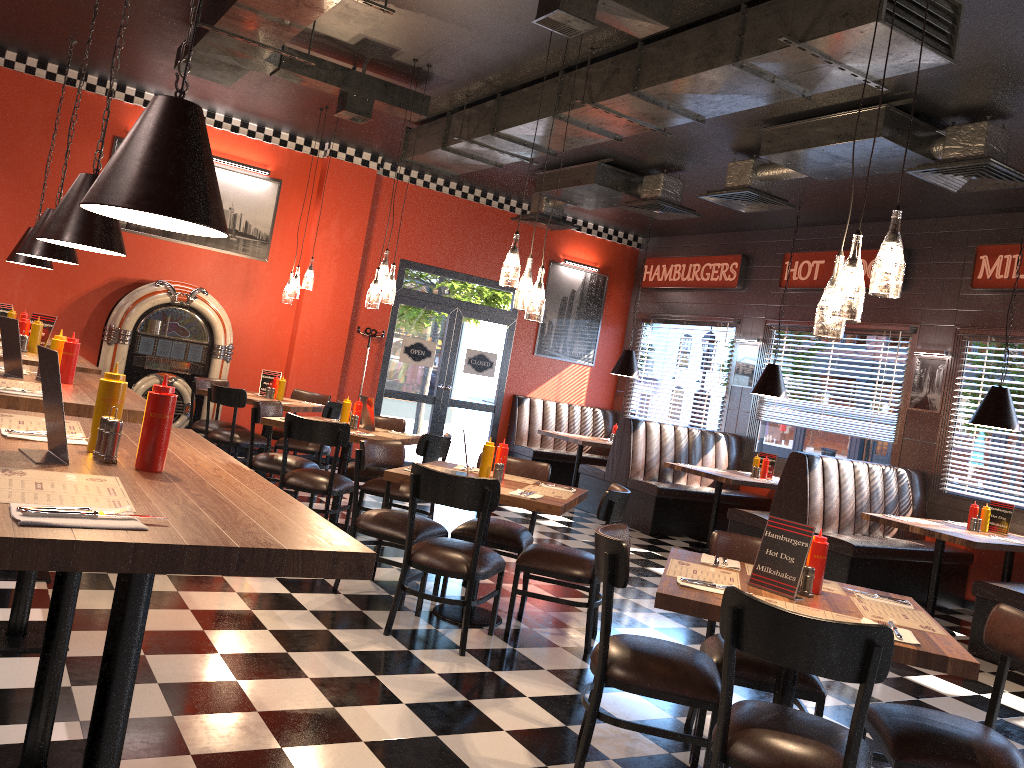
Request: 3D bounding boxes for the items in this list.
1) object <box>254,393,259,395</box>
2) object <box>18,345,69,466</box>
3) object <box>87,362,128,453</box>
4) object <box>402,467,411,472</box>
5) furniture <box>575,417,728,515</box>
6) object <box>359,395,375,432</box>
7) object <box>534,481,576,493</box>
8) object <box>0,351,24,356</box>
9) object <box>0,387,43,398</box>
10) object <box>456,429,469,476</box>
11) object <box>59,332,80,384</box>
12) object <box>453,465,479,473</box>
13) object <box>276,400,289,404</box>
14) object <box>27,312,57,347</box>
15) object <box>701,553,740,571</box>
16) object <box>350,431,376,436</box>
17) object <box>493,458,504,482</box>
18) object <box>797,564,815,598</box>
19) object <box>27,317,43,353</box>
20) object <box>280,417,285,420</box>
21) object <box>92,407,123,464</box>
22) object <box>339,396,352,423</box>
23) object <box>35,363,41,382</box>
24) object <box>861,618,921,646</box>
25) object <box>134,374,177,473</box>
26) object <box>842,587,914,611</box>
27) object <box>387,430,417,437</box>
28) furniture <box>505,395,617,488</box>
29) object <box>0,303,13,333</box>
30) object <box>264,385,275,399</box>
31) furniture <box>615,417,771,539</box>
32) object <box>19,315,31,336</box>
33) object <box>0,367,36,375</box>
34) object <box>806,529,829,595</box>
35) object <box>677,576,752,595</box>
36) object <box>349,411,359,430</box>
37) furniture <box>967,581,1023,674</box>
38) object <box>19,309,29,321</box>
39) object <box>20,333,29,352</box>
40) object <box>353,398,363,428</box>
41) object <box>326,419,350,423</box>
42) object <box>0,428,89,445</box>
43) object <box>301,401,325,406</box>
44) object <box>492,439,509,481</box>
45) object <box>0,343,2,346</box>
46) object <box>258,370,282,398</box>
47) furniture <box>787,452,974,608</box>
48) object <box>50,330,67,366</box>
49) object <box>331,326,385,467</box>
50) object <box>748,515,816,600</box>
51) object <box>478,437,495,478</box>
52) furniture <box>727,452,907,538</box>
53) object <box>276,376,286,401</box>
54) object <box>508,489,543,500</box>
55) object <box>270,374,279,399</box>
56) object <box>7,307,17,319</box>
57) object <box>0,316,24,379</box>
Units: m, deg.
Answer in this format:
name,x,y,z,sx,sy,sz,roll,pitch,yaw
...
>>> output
name,x,y,z,sx,sy,sz,roll,pitch,yaw
object,-2.482,0.103,8.879,0.157,0.019,0.254,10,0,7
object,-1.085,0.046,2.093,0.072,0.257,0.189,11,-2,-40
object,-1.045,0.061,2.297,0.068,0.238,0.067,8,-2,33
object,-0.460,0.482,4.838,0.255,0.019,0.157,10,0,15
furniture,1.694,1.013,10.496,1.703,1.156,0.708,10,-1,-31
object,-1.129,0.228,6.933,0.072,0.257,0.189,11,-2,-42
object,0.247,0.600,5.191,0.255,0.019,0.157,10,0,13
object,-2.966,-0.179,5.168,0.254,0.019,0.158,9,1,-35
object,-1.844,0.028,3.347,0.254,0.019,0.158,9,1,-35
object,-0.265,0.391,5.087,0.072,0.257,0.188,10,-1,-2
object,-2.023,-0.120,4.050,0.068,0.238,0.068,10,-2,-11
object,-0.266,0.510,5.360,0.157,0.019,0.254,10,0,6
object,-2.149,0.165,8.176,0.158,0.019,0.254,10,0,17
object,-3.172,-0.342,5.929,0.188,0.257,0.072,9,-2,10
object,0.841,0.715,3.568,0.158,0.019,0.254,10,0,14
object,-1.094,0.360,6.475,0.158,0.019,0.254,10,0,15
object,-0.075,0.487,5.014,0.047,0.136,0.093,9,-1,18
object,1.054,0.695,3.213,0.046,0.136,0.094,11,-2,-42
object,-3.130,-0.324,5.824,0.067,0.238,0.068,11,-3,-42
object,-1.596,0.273,6.639,0.255,0.019,0.157,10,0,7
object,-0.996,0.123,2.193,0.046,0.136,0.094,11,-2,-41
object,-1.288,0.212,6.864,0.067,0.238,0.068,11,-2,-26
object,-2.098,-0.080,3.978,0.046,0.136,0.094,11,-2,-42
object,1.205,0.783,2.829,0.158,0.019,0.254,10,0,16
object,-0.866,0.093,2.166,0.068,0.238,0.067,8,-2,33
object,1.389,0.810,3.370,0.255,0.019,0.157,10,0,17
object,-0.892,0.390,7.049,0.255,0.019,0.157,10,0,16
furniture,0.822,0.852,11.932,1.703,1.156,0.708,10,-1,-31
object,-4.433,-0.573,7.724,0.072,0.257,0.187,9,-1,18
object,-2.321,0.074,8.518,0.093,0.136,0.047,10,-2,-31
furniture,2.060,1.080,9.894,1.703,1.156,0.708,10,-1,-31
object,-3.221,-0.340,5.840,0.067,0.238,0.068,11,-2,-37
object,-2.365,-0.068,4.160,0.254,0.019,0.158,9,1,-35
object,1.129,0.654,3.284,0.068,0.238,0.067,9,-2,11
object,0.694,0.694,3.043,0.255,0.019,0.157,10,0,8
object,-1.213,0.278,6.810,0.046,0.136,0.094,11,-2,-42
furniture,4.170,1.470,6.420,1.703,1.156,0.708,10,-1,-31
object,-4.261,-0.533,7.721,0.067,0.238,0.068,11,-2,-38
object,-3.170,-0.277,5.734,0.094,0.136,0.046,9,-2,23
object,-1.208,0.225,6.911,0.067,0.238,0.068,11,-2,-26
object,-1.422,0.298,7.192,0.158,0.019,0.254,10,0,13
object,-1.236,0.140,2.394,0.254,0.019,0.158,9,1,-35
object,-1.972,0.191,8.702,0.255,0.019,0.157,10,0,14
object,-0.062,0.435,5.132,0.067,0.238,0.068,11,-2,-26
object,-3.445,-0.267,5.952,0.254,0.019,0.158,9,1,-35
object,-2.371,0.002,8.687,0.188,0.257,0.072,10,-2,-21
furniture,3.298,1.309,7.856,1.703,1.156,0.708,10,-1,-31
object,-2.103,-0.134,4.096,0.067,0.238,0.068,10,-2,-23
object,-1.796,0.160,10.431,0.374,1.661,0.374,10,-2,-9
object,0.965,0.617,3.171,0.072,0.257,0.189,11,-2,-42
object,-0.141,0.422,5.085,0.067,0.238,0.068,11,-2,-26
furniture,2.932,1.241,8.458,1.703,1.156,0.708,10,-1,-31
object,-2.225,0.037,8.557,0.067,0.238,0.068,11,-2,-34
object,0.079,0.575,4.662,0.158,0.019,0.254,10,0,16
object,-2.302,0.024,8.611,0.067,0.238,0.068,11,-2,-34
object,-4.344,-0.547,7.681,0.067,0.238,0.068,11,-2,-38
object,-2.219,-0.163,3.926,0.189,0.257,0.072,9,-2,38
